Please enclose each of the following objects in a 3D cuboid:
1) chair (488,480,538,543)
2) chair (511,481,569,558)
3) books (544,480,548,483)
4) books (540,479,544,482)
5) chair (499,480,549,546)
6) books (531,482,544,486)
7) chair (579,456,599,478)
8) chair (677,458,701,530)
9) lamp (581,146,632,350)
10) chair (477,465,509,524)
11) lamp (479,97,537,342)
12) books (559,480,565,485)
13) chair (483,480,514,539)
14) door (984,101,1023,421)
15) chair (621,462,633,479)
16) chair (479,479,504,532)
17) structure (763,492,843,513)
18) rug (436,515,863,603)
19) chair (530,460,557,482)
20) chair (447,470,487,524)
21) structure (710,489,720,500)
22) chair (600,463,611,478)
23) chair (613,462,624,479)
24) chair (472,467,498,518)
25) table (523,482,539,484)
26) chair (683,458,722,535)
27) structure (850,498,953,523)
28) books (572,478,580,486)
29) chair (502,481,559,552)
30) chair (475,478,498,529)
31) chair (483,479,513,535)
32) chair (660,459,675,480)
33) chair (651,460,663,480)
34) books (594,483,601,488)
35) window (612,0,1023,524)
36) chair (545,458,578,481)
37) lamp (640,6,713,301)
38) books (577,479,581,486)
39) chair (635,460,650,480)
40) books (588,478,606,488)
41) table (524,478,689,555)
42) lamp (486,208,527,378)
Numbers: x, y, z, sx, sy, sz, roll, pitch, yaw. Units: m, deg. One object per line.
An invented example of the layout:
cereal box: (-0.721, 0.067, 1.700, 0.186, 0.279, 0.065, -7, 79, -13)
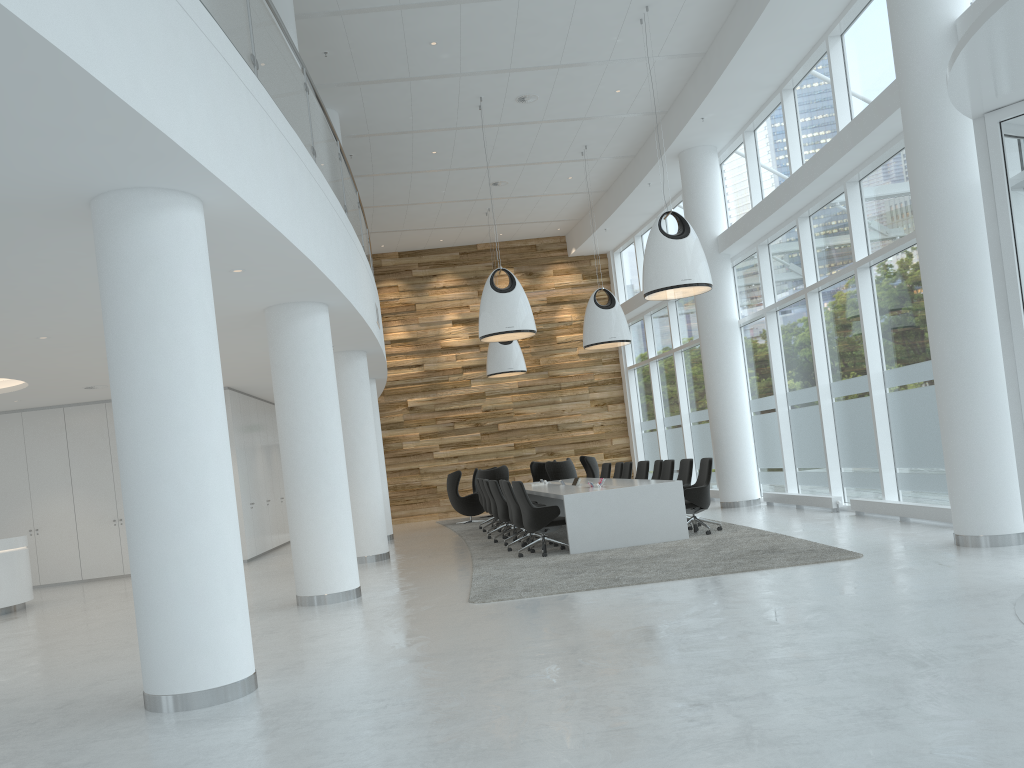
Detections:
chair: (-0.002, 1.922, 13.594, 0.673, 0.965, 0.688, -6, -2, -12)
chair: (0.354, 1.674, 11.194, 0.673, 0.965, 0.688, -6, -2, -12)
books: (0.670, 1.883, 16.424, 0.139, 0.223, 0.162, -6, -2, -7)
books: (0.624, 1.910, 16.759, 0.153, 0.241, 0.183, -6, -2, -7)
chair: (0.167, 1.840, 12.873, 0.673, 0.965, 0.687, -6, -2, -7)
books: (0.468, 1.818, 16.128, 0.224, 0.026, 0.264, -7, -5, 3)
chair: (1.467, 2.157, 19.411, 0.915, 1.150, 0.918, -6, -3, -17)
chair: (2.249, 1.547, 12.319, 0.673, 0.965, 0.687, -6, -2, -7)
lamp: (1.518, -2.494, 16.088, 0.888, 3.641, 0.881, -8, -1, 36)
chair: (-0.241, 2.252, 18.181, 0.915, 1.150, 0.918, -7, -3, 13)
lamp: (-0.271, -2.512, 13.435, 0.888, 3.641, 0.881, -8, -1, 38)
books: (0.872, 1.700, 14.677, 0.153, 0.238, 0.191, -6, -3, -7)
chair: (-0.113, 2.002, 14.371, 0.673, 0.965, 0.687, -7, -2, -2)
door: (4.682, -0.516, 4.272, 2.997, 3.105, 3.003, -7, -3, 3)
chair: (1.835, 1.860, 15.392, 0.673, 0.965, 0.687, -6, -2, -7)
chair: (-0.247, 2.153, 15.946, 0.673, 0.965, 0.687, -6, -2, -7)
structure: (4.377, 1.782, 13.456, 0.150, 0.213, 2.699, -7, -5, -5)
rug: (0.880, 2.383, 14.447, 3.935, 0.010, 13.498, -6, -5, -7)
chair: (0.697, 2.325, 20.313, 0.915, 1.150, 0.918, -7, -3, 13)
chair: (-0.918, 2.411, 19.095, 0.915, 1.150, 0.918, -6, -3, -17)
structure: (3.924, 2.171, 17.357, 0.150, 0.213, 2.700, -6, -5, -9)
chair: (1.648, 2.027, 17.071, 0.673, 0.965, 0.688, -6, -2, -12)
chair: (1.783, 1.936, 16.205, 0.673, 0.965, 0.687, -6, -2, -7)
chair: (-0.453, 2.448, 20.170, 0.922, 1.150, 0.911, -9, -3, 43)
table: (0.256, 2.508, 19.221, 0.801, 0.695, 0.799, -8, -3, 18)
chair: (2.341, 1.467, 11.511, 0.673, 0.965, 0.687, -7, -2, -2)
structure: (4.568, 1.487, 10.286, 0.150, 0.213, 2.698, -7, -5, -3)
books: (1.006, 1.633, 14.335, 0.139, 0.229, 0.358, -6, -4, -7)
chair: (0.218, 1.764, 12.059, 0.673, 0.965, 0.687, -6, -2, -7)
chair: (-0.339, 2.234, 16.754, 0.673, 0.965, 0.687, -7, -2, -2)
chair: (-0.141, 2.071, 15.134, 0.673, 0.965, 0.687, -6, -2, -7)
chair: (2.143, 1.630, 13.131, 0.673, 0.965, 0.687, -6, -2, -7)
chair: (2.115, 1.699, 13.894, 0.673, 0.965, 0.687, -7, -2, -2)
books: (1.195, 1.438, 11.920, 0.143, 0.226, 0.204, -6, -3, -8)
window: (-16.613, 1.533, 16.614, 63.185, 6.130, 30.768, -10, -6, 33)
chair: (0.930, 2.124, 18.296, 0.922, 1.150, 0.911, -9, -3, 43)
lamp: (1.892, -2.952, 11.274, 0.888, 3.641, 0.881, -8, -2, 39)
books: (1.022, 1.651, 14.356, 0.158, 0.241, 0.353, -6, -4, -7)
chair: (2.003, 1.779, 14.671, 0.673, 0.965, 0.688, -6, -2, -12)
books: (1.199, 1.470, 12.420, 0.231, 0.274, 0.597, -7, -4, 13)
table: (1.028, 1.966, 14.135, 1.499, 0.737, 6.581, -6, -5, -7)
lamp: (-0.322, -2.002, 19.293, 0.887, 3.641, 0.882, -7, -1, 31)
